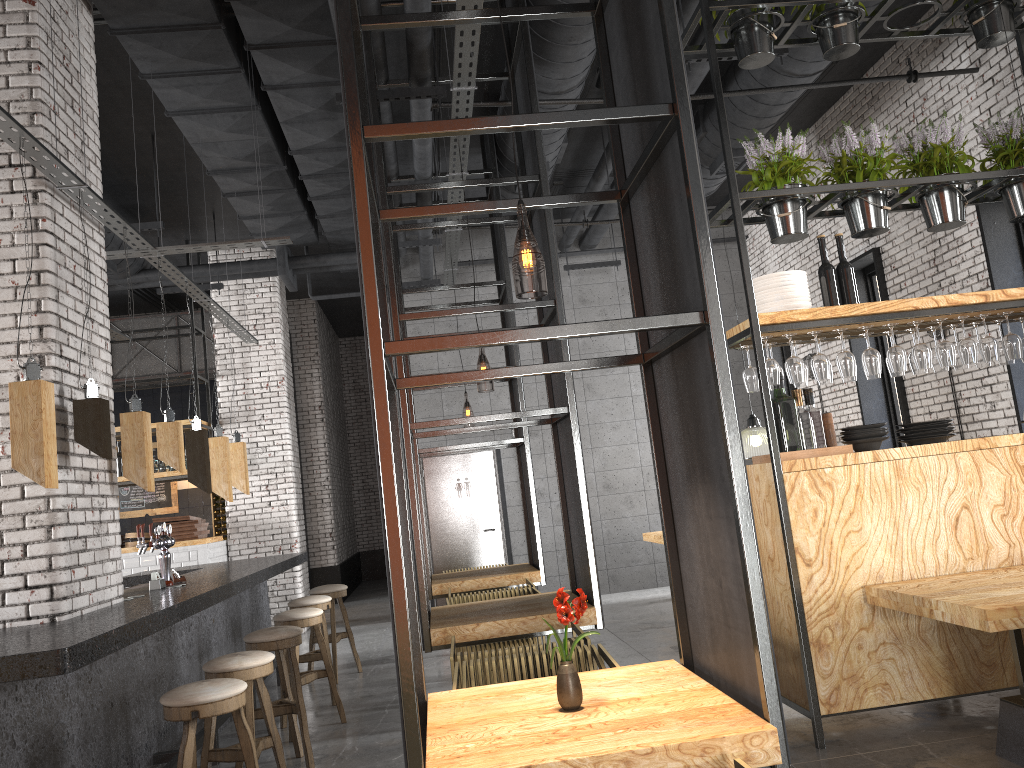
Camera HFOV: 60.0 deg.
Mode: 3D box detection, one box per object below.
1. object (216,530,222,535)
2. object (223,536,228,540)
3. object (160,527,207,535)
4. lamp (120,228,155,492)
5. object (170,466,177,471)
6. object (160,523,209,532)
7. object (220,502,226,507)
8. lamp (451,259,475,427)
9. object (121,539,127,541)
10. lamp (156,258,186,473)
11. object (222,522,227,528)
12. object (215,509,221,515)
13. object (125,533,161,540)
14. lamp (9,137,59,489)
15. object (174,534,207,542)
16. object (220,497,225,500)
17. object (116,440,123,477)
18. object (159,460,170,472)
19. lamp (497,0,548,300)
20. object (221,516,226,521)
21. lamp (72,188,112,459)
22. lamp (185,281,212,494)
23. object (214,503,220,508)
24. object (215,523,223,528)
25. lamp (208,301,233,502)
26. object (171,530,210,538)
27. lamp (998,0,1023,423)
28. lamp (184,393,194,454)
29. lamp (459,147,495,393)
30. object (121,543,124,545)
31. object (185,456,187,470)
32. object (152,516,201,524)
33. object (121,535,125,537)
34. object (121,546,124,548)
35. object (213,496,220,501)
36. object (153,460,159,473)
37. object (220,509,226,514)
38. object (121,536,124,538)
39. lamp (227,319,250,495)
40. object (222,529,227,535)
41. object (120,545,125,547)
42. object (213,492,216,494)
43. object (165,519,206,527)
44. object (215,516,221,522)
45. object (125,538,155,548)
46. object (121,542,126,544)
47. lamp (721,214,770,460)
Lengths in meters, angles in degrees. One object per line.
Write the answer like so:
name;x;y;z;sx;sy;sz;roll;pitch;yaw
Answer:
object;-4.511;2.290;13.647;0.079;0.079;0.280;-6;-7;-6
object;-4.402;2.379;13.603;0.079;0.079;0.280;-6;-7;-6
object;-3.854;1.729;10.433;0.405;0.044;0.634;-6;-7;-9
lamp;-2.154;-0.158;5.025;0.127;1.551;0.127;-6;-8;-6
object;-4.115;0.977;10.814;0.118;0.181;0.118;-2;-9;-29
object;-3.859;1.686;10.439;0.405;0.044;0.634;-6;-7;-5
object;-4.464;1.864;13.701;0.079;0.079;0.283;-6;-7;-6
lamp;-0.475;-0.402;8.092;0.108;1.603;0.108;-11;-9;26
object;-4.760;1.851;10.386;0.406;0.019;0.458;-12;-9;36
lamp;-2.217;-0.136;5.675;0.127;1.424;0.127;-6;-8;-6
object;-4.430;2.177;13.675;0.079;0.079;0.280;-6;-7;-6
object;-4.547;1.979;13.690;0.079;0.079;0.280;-6;-7;-6
object;-4.304;1.773;10.402;0.436;0.154;0.440;-13;-9;41
lamp;-2.041;-0.327;3.744;0.127;1.551;0.127;-6;-8;-6
object;-3.844;1.817;10.421;0.405;0.044;0.634;-5;-7;-10
object;-4.478;1.762;13.735;0.079;0.079;0.283;-6;-7;-6
object;-4.829;0.927;10.918;0.098;0.472;0.098;-7;-8;2
object;-4.234;0.988;10.788;0.118;0.181;0.118;-11;-9;27
lamp;-0.027;-1.075;2.987;0.108;1.603;0.108;-1;-10;-33
object;-4.438;2.068;13.647;0.079;0.079;0.280;-6;-7;-6
lamp;-2.106;-0.317;4.395;0.127;1.399;0.127;-6;-8;-6
lamp;-2.266;0.011;6.307;0.127;1.551;0.127;-6;-8;-6
object;-4.556;1.870;13.668;0.079;0.079;0.283;-6;-7;-6
object;-4.522;2.184;13.646;0.079;0.079;0.280;-6;-7;-6
lamp;-2.319;0.125;6.944;0.127;1.611;0.127;-6;-8;-6
object;-3.849;1.773;10.427;0.405;0.044;0.634;-6;-7;-3
lamp;2.560;-1.038;4.347;0.535;2.412;0.536;-11;-9;30
lamp;-4.956;0.607;13.806;0.390;0.940;0.389;-6;-8;-3
lamp;-0.249;-0.742;5.515;0.108;1.603;0.108;-14;-11;40
object;-4.738;1.897;10.384;0.457;0.019;0.406;-9;-7;22
object;-3.997;0.967;10.844;0.118;0.181;0.118;-4;-8;-22
object;-3.915;1.595;10.384;0.406;0.094;0.634;-6;-7;-8
object;-4.764;1.803;10.394;0.406;0.019;0.458;-13;-9;40
object;-4.729;1.928;10.379;0.457;0.019;0.406;-11;-8;29
object;-4.570;1.770;13.706;0.079;0.079;0.283;-6;-7;-6
object;-4.356;1.002;10.785;0.118;0.181;0.118;-14;-11;43
object;-4.451;1.965;13.666;0.079;0.079;0.280;-6;-7;-6
object;-4.744;1.817;10.395;0.457;0.019;0.406;-10;-8;27
lamp;-2.379;0.179;7.588;0.127;1.551;0.127;-6;-8;-6
object;-4.416;2.278;13.641;0.079;0.079;0.280;-6;-7;-6
object;-4.714;1.909;10.376;0.407;0.019;0.457;-2;-8;-33
object;-4.583;1.668;13.736;0.079;0.079;0.283;-6;-7;-6
object;-3.864;1.642;10.446;0.405;0.044;0.634;-5;-7;-12
object;-4.533;2.079;13.652;0.079;0.079;0.280;-6;-7;-6
object;-4.299;1.839;10.389;0.436;0.097;0.436;-9;-7;19
object;-4.747;1.882;10.385;0.458;0.019;0.405;-1;-9;-37
lamp;2.109;-0.512;8.243;0.535;2.412;0.536;-11;-9;30
